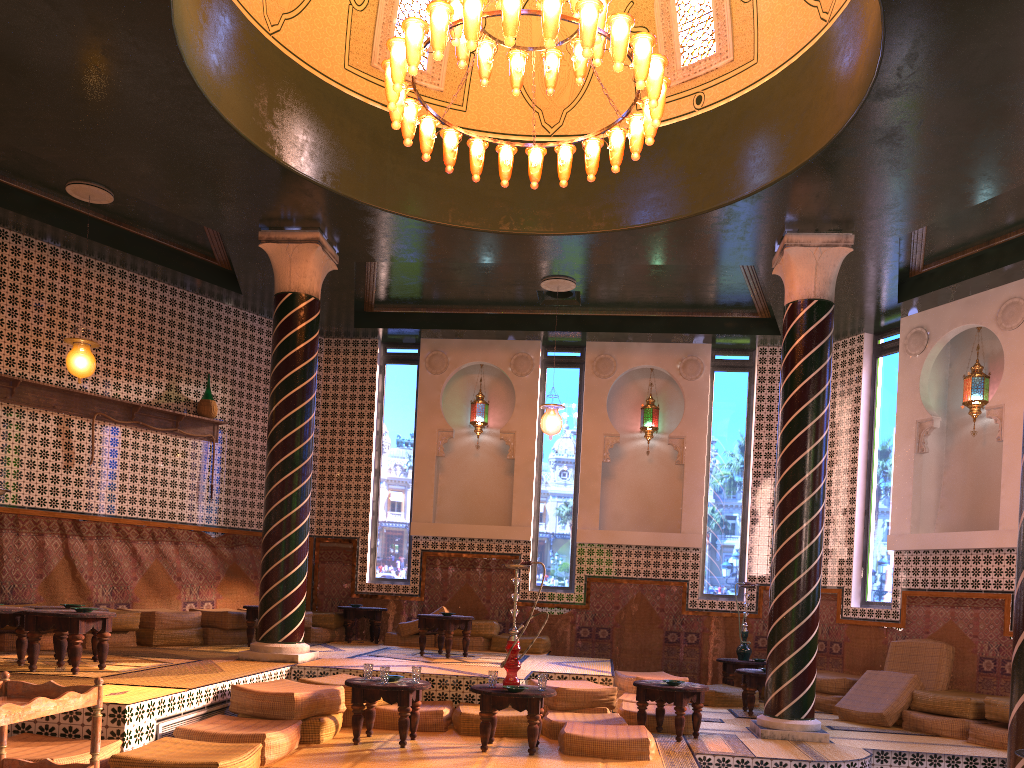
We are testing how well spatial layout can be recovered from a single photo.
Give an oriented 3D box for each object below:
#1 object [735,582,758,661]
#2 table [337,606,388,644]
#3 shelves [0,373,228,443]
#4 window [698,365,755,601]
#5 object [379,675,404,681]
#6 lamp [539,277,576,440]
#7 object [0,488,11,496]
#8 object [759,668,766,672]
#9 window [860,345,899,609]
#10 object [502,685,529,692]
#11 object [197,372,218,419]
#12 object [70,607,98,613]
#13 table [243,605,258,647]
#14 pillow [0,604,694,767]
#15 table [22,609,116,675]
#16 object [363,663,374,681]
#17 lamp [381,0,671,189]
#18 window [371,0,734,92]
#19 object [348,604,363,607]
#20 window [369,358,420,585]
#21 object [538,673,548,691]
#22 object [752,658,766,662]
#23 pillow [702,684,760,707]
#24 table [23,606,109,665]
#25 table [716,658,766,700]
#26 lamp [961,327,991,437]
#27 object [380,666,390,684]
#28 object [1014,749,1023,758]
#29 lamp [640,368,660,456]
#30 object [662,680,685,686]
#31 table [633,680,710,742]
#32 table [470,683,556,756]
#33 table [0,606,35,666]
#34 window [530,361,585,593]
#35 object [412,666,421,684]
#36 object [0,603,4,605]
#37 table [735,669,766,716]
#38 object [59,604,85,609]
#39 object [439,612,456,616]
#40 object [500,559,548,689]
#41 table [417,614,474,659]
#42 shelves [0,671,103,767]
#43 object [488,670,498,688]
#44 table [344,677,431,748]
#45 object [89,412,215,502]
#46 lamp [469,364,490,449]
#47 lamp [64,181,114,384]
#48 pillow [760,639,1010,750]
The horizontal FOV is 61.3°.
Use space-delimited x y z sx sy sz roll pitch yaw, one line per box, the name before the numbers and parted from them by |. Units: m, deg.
object | 3.684 3.783 13.769 0.299 1.251 0.467 2 -2 43
table | -2.532 4.063 14.548 0.838 0.585 0.858 -1 -10 24
shelves | -5.832 0.250 11.676 0.255 0.339 4.580 -1 -13 36
window | 3.636 1.683 14.675 0.773 3.991 0.091 3 0 6
object | -1.184 2.906 8.514 0.254 0.045 0.253 13 -16 -37
lamp | 0.623 -0.328 12.663 0.520 2.313 0.520 3 -1 -5
object | -2.895 1.115 4.523 0.462 1.251 0.300 2 -1 14
object | 3.496 3.914 11.804 0.250 0.045 0.257 -2 -14 21
window | 5.719 1.428 13.155 0.091 3.991 0.772 3 -1 -23
object | 0.033 2.874 8.127 0.254 0.045 0.253 13 -16 -37
object | -4.659 0.179 13.233 0.303 0.720 0.301 5 -3 -42
object | -4.255 2.251 8.584 0.250 0.045 0.257 -2 -14 21
table | -3.561 3.596 12.784 0.837 0.585 0.859 1 -9 12
pillow | -2.775 3.275 10.222 10.020 1.256 10.191 1 -13 7
table | -4.411 2.563 8.595 0.853 0.585 0.843 11 -12 -44
object | -1.410 2.823 8.460 0.093 0.162 0.092 5 -4 -36
lamp | 0.215 -4.522 7.503 2.465 4.594 2.503 2 -3 14
window | 0.325 -4.546 7.622 5.778 1.153 5.608 -9 -17 41
object | -2.612 3.707 14.418 0.250 0.045 0.257 -2 -14 21
window | -2.042 1.546 15.281 0.773 3.991 0.091 3 0 6
object | 0.292 2.872 8.309 0.092 0.162 0.093 4 -4 -16
object | 3.901 4.360 13.608 0.250 0.045 0.257 -2 -14 21
pillow | 3.125 4.705 13.014 0.982 0.276 0.965 8 -13 -22
table | -4.834 2.717 9.339 0.853 0.585 0.843 11 -12 -44
table | 3.679 4.711 13.793 0.837 0.585 0.859 0 -9 16
lamp | 6.391 -0.048 11.878 0.362 1.561 0.324 3 -1 -20
object | -1.217 2.781 8.240 0.092 0.162 0.093 4 -4 -16
object | 1.729 1.602 2.362 0.840 1.260 0.354 5 -2 -23
lamp | 2.378 0.460 14.874 0.359 1.561 0.327 2 -1 40
object | 1.778 3.290 9.500 0.251 0.045 0.257 5 -13 -8
table | 1.752 3.631 9.592 0.842 0.585 0.854 -5 -12 41
table | -0.001 3.244 8.356 0.847 0.585 0.849 8 -10 -29
table | -5.243 2.524 8.608 0.853 0.585 0.843 11 -12 -44
window | 0.797 1.615 14.978 0.773 3.991 0.091 3 0 6
object | -0.933 2.835 8.409 0.092 0.162 0.093 4 -4 -16
object | -5.181 2.200 8.562 0.254 0.045 0.253 13 -16 -37
table | 3.482 4.251 11.861 0.847 0.585 0.849 8 -10 -29
object | -4.711 2.386 9.254 0.251 0.045 0.256 5 -13 -8
object | -0.940 3.350 12.554 0.250 0.045 0.257 -2 -14 21
object | 0.096 2.323 8.342 0.461 1.250 0.303 2 -1 23
table | -0.980 3.668 12.560 0.837 0.585 0.859 0 -9 18
shelves | -2.894 2.281 4.721 0.745 1.282 1.209 2 -6 8
object | -0.184 2.860 8.360 0.092 0.162 0.093 2 -3 9
table | -1.223 3.202 8.431 0.838 0.585 0.858 3 -9 -3
object | -5.225 1.108 12.672 0.060 1.039 2.023 3 -9 36
lamp | -0.567 0.384 15.167 0.323 1.561 0.363 2 -1 40
lamp | -5.113 -1.157 10.345 0.520 2.313 0.520 3 -1 -5
pillow | 5.354 4.006 11.505 1.415 1.181 5.849 6 -13 -23
